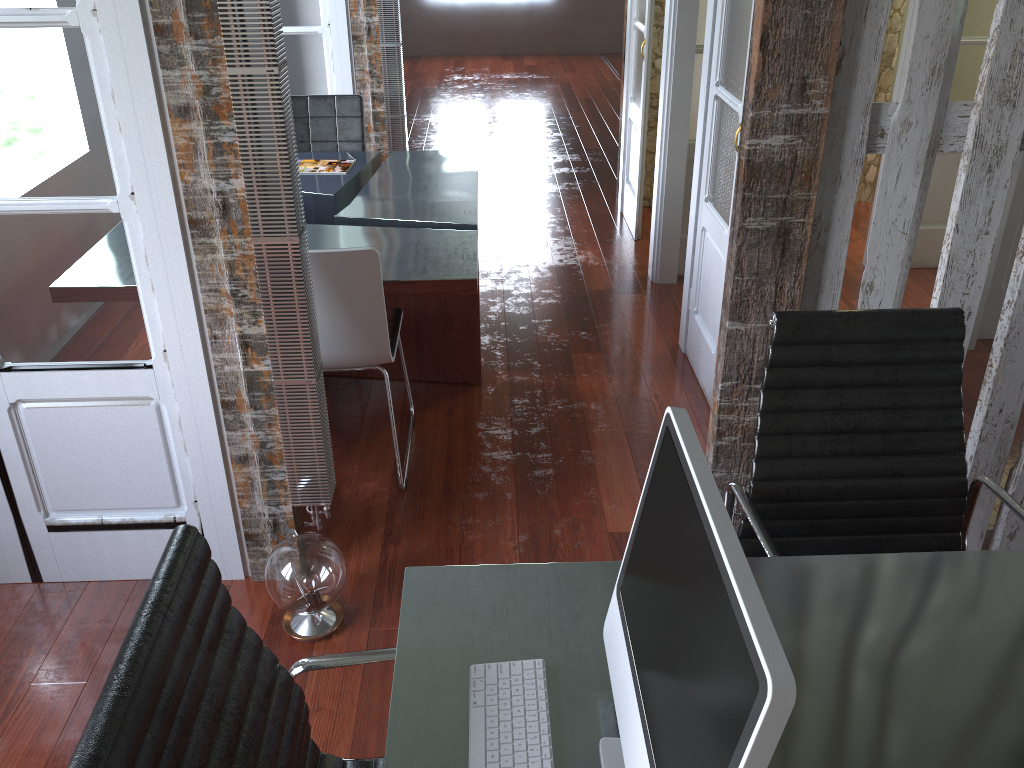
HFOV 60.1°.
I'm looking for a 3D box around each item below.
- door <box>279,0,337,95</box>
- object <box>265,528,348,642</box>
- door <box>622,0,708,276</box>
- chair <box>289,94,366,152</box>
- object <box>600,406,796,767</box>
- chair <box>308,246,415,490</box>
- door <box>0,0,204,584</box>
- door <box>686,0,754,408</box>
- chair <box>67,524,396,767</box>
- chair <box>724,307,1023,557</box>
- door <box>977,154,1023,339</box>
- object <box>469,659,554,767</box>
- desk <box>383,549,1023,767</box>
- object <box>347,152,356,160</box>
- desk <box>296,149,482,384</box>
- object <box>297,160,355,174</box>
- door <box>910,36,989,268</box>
[{"bbox_3d":[-1.530,-1.902,4.963,1.160,2.133,0.041,-1,27,-2],"label":"door"},{"bbox_3d":[-0.561,0.573,2.447,0.221,0.374,0.239,-12,30,-21],"label":"object"},{"bbox_3d":[0.777,-1.744,4.638,0.484,2.133,1.208,-14,30,-24],"label":"door"},{"bbox_3d":[-0.967,-0.949,4.507,0.475,0.899,0.615,-1,28,-1],"label":"chair"},{"bbox_3d":[0.221,0.354,1.085,0.189,0.474,0.495,-1,28,-1],"label":"object"},{"bbox_3d":[-0.609,-0.130,3.018,0.475,0.899,0.615,-1,28,-1],"label":"chair"},{"bbox_3d":[-1.427,-0.365,2.178,1.160,2.133,0.041,-1,27,-2],"label":"door"},{"bbox_3d":[0.796,-0.830,2.981,0.041,2.131,1.082,-1,27,-1],"label":"door"},{"bbox_3d":[-0.177,0.727,1.352,0.699,1.000,0.680,1,28,2],"label":"chair"},{"bbox_3d":[0.762,0.425,1.884,0.665,1.000,0.715,-4,28,-6],"label":"chair"},{"bbox_3d":[2.594,-1.132,3.599,1.076,2.039,0.041,-1,27,-2],"label":"door"},{"bbox_3d":[0.000,0.549,1.206,0.118,0.017,0.449,-1,29,-1],"label":"object"},{"bbox_3d":[1.082,0.943,1.229,2.507,0.712,1.330,-1,29,-1],"label":"desk"},{"bbox_3d":[-0.804,-1.139,4.431,0.011,0.011,0.152,-13,31,-22],"label":"object"},{"bbox_3d":[-0.866,-0.482,3.916,1.445,0.640,1.752,-1,29,-1],"label":"desk"},{"bbox_3d":[-0.931,-1.050,4.283,0.307,0.012,0.229,1,29,3],"label":"object"},{"bbox_3d":[2.553,-1.554,4.363,1.076,2.039,0.041,-1,27,-2],"label":"door"}]
